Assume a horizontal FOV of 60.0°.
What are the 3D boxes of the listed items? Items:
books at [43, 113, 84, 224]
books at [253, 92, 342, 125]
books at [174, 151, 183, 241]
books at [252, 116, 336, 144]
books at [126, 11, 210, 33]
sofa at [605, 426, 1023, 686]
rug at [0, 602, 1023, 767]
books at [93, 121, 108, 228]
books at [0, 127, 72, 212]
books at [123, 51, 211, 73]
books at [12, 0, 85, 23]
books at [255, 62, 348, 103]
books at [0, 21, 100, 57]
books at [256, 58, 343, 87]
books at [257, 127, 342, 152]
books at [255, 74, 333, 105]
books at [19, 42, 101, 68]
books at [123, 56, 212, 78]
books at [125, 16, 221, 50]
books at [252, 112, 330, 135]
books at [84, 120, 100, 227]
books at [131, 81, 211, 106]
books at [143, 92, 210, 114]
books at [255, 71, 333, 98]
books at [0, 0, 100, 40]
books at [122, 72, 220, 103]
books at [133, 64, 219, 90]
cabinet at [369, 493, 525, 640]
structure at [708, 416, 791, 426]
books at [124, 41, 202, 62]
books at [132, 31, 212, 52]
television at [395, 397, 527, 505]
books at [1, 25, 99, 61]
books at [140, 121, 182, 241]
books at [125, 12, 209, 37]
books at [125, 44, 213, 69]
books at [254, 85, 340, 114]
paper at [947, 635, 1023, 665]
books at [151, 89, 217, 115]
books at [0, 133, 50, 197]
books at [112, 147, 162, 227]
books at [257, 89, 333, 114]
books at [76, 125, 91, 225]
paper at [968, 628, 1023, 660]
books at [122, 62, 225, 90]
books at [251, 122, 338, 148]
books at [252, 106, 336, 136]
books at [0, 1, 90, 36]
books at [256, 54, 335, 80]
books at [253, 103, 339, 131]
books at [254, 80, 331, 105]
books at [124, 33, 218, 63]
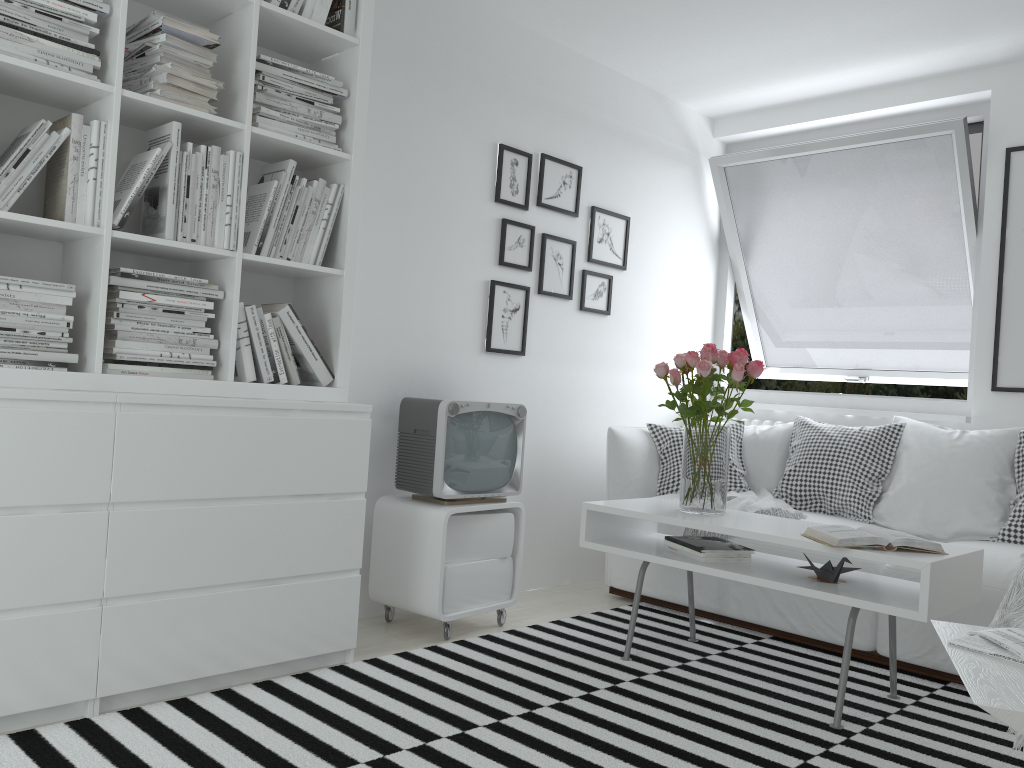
[{"bbox_3d":[-1.214,-0.566,2.394,0.180,0.296,0.028,3,-1,44],"label":"books"},{"bbox_3d":[-0.723,-0.869,2.856,0.296,0.028,0.180,4,-1,-41],"label":"books"},{"bbox_3d":[-0.995,-0.531,2.547,0.161,0.254,0.013,3,-1,44],"label":"books"},{"bbox_3d":[-0.730,-0.802,2.852,0.273,0.021,0.174,4,-1,-41],"label":"books"},{"bbox_3d":[-1.023,-1.028,2.600,0.254,0.012,0.161,3,-1,44],"label":"books"},{"bbox_3d":[1.611,0.650,3.471,2.647,0.768,0.917,3,-1,44],"label":"sofa"},{"bbox_3d":[0.282,0.935,2.302,1.846,0.004,4.362,3,-1,44],"label":"rug"},{"bbox_3d":[-1.154,-0.556,2.416,0.182,0.288,0.016,3,-1,44],"label":"books"},{"bbox_3d":[-1.280,-0.549,2.328,0.182,0.257,0.158,3,-1,44],"label":"books"},{"bbox_3d":[-1.027,-0.919,2.595,0.254,0.012,0.161,3,-1,34],"label":"books"},{"bbox_3d":[-1.261,-0.960,2.289,0.256,0.013,0.161,4,-1,-41],"label":"books"},{"bbox_3d":[-0.718,-0.962,2.856,0.331,0.025,0.176,4,-1,-41],"label":"books"},{"bbox_3d":[-1.288,-0.888,2.326,0.312,0.012,0.251,4,-1,-45],"label":"books"},{"bbox_3d":[-0.708,-0.981,2.851,0.285,0.012,0.159,4,-1,-36],"label":"books"},{"bbox_3d":[-0.719,-0.766,2.848,0.288,0.016,0.182,4,-1,-41],"label":"books"},{"bbox_3d":[-0.733,-0.930,2.847,0.167,0.017,0.263,3,-1,44],"label":"books"},{"bbox_3d":[-1.282,-0.860,2.321,0.232,0.014,0.314,3,-1,44],"label":"books"},{"bbox_3d":[-1.027,-0.904,2.606,0.263,0.017,0.167,3,-1,39],"label":"books"},{"bbox_3d":[-1.012,-0.995,2.595,0.331,0.025,0.176,3,-1,44],"label":"books"},{"bbox_3d":[-0.737,-0.820,2.847,0.161,0.013,0.254,3,-1,44],"label":"books"},{"bbox_3d":[-1.173,-0.559,2.413,0.182,0.288,0.016,3,-1,44],"label":"books"},{"bbox_3d":[-1.026,-0.824,2.595,0.273,0.021,0.174,3,-1,44],"label":"books"},{"bbox_3d":[-1.031,-0.790,2.581,0.288,0.016,0.182,3,-1,44],"label":"books"},{"bbox_3d":[-0.729,-0.944,2.848,0.161,0.013,0.254,3,-1,44],"label":"books"},{"bbox_3d":[-1.252,-0.947,2.310,0.159,0.012,0.285,3,-1,44],"label":"books"},{"bbox_3d":[-1.021,-0.848,2.593,0.296,0.028,0.180,3,-1,34],"label":"books"},{"bbox_3d":[-1.006,-0.870,2.601,0.182,0.016,0.288,4,-1,-41],"label":"books"},{"bbox_3d":[-0.241,0.671,3.344,0.350,0.477,0.467,3,-1,38],"label":"cabinet"},{"bbox_3d":[1.619,0.532,4.266,1.655,0.660,0.206,3,-1,44],"label":"structure"},{"bbox_3d":[-1.035,-0.944,2.601,0.161,0.013,0.256,4,-1,-41],"label":"books"},{"bbox_3d":[-1.022,-0.977,2.604,0.254,0.013,0.161,3,-1,39],"label":"books"},{"bbox_3d":[-0.184,0.248,3.327,0.273,0.374,0.414,3,-1,44],"label":"television"},{"bbox_3d":[-1.285,-0.875,2.318,0.232,0.014,0.308,3,-1,42],"label":"books"},{"bbox_3d":[-1.005,-0.570,2.534,0.176,0.331,0.025,3,-1,44],"label":"books"},{"bbox_3d":[-1.015,-1.015,2.586,0.159,0.012,0.285,4,-1,-41],"label":"books"},{"bbox_3d":[-1.014,-0.931,2.592,0.285,0.012,0.159,3,-1,44],"label":"books"},{"bbox_3d":[-0.719,-0.902,2.857,0.285,0.012,0.159,4,-1,-41],"label":"books"},{"bbox_3d":[0.899,0.440,1.409,0.205,0.015,0.312,4,-1,-31],"label":"paper"},{"bbox_3d":[-1.023,-0.805,2.596,0.288,0.016,0.182,3,-1,39],"label":"books"},{"bbox_3d":[-1.296,-0.536,2.280,0.161,0.226,0.137,3,-1,44],"label":"books"},{"bbox_3d":[-1.070,-0.540,2.461,0.161,0.235,0.118,3,-1,44],"label":"books"},{"bbox_3d":[-0.725,-0.890,2.845,0.161,0.012,0.254,3,-1,39],"label":"books"},{"bbox_3d":[-1.197,-0.552,2.409,0.174,0.273,0.021,3,-1,44],"label":"books"},{"bbox_3d":[0.900,0.436,1.410,0.205,0.024,0.312,4,-1,4],"label":"paper"},{"bbox_3d":[-1.012,-0.886,2.609,0.288,0.016,0.182,3,-1,34],"label":"books"},{"bbox_3d":[-0.733,-0.783,2.856,0.182,0.016,0.288,3,-1,44],"label":"books"},{"bbox_3d":[-0.741,-0.834,2.863,0.182,0.016,0.288,3,-1,39],"label":"books"},{"bbox_3d":[-1.257,-0.935,2.298,0.161,0.012,0.254,3,-1,44],"label":"books"},{"bbox_3d":[-0.721,-0.995,2.844,0.254,0.012,0.161,4,-1,-41],"label":"books"},{"bbox_3d":[-0.732,-0.849,2.869,0.288,0.016,0.182,4,-1,-36],"label":"books"},{"bbox_3d":[-0.729,-0.915,2.836,0.256,0.013,0.161,4,-1,-36],"label":"books"},{"bbox_3d":[-1.020,-0.960,2.593,0.273,0.021,0.174,3,-1,34],"label":"books"}]
